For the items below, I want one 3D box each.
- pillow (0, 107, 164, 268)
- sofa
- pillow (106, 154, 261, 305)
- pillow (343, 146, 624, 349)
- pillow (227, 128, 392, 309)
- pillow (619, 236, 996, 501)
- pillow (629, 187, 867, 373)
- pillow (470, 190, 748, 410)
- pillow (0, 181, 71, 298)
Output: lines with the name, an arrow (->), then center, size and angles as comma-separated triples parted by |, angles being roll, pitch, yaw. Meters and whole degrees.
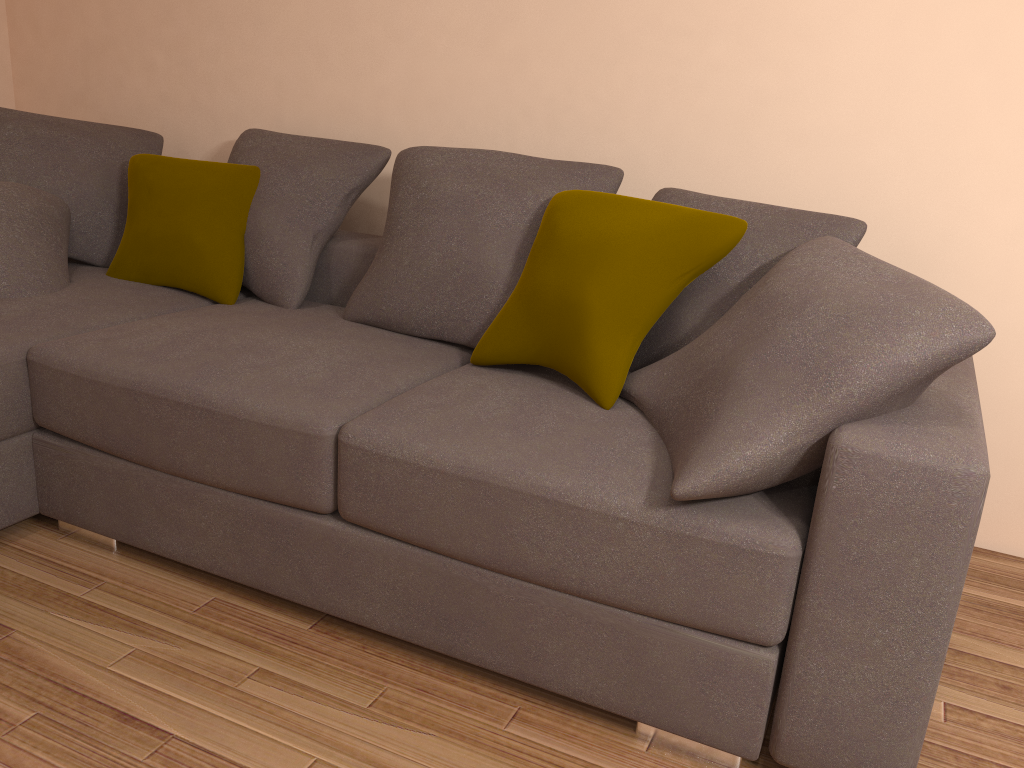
pillow -> -1.703, -0.726, 3.315 | 0.806, 0.578, 0.483 | -4, 20, -25
sofa -> -0.729, 0.089, 2.490 | 3.565, 0.776, 1.906 | 12, 19, 22
pillow -> -1.146, -0.540, 3.124 | 0.631, 0.486, 0.335 | 9, 19, 15
pillow -> -0.111, -0.420, 2.761 | 0.783, 0.590, 0.459 | 14, 20, 27
pillow -> -0.850, -0.612, 3.222 | 0.787, 0.576, 0.431 | 18, 22, 37
pillow -> 0.560, -0.055, 1.907 | 0.560, 0.470, 0.749 | 3, 18, -5
pillow -> 0.509, -0.200, 2.487 | 0.399, 0.635, 0.811 | -4, 19, -23
pillow -> 0.235, -0.232, 2.315 | 0.382, 0.492, 0.658 | -11, 23, -40
pillow -> -1.816, -0.417, 2.789 | 0.792, 0.415, 0.645 | -5, 20, -26
